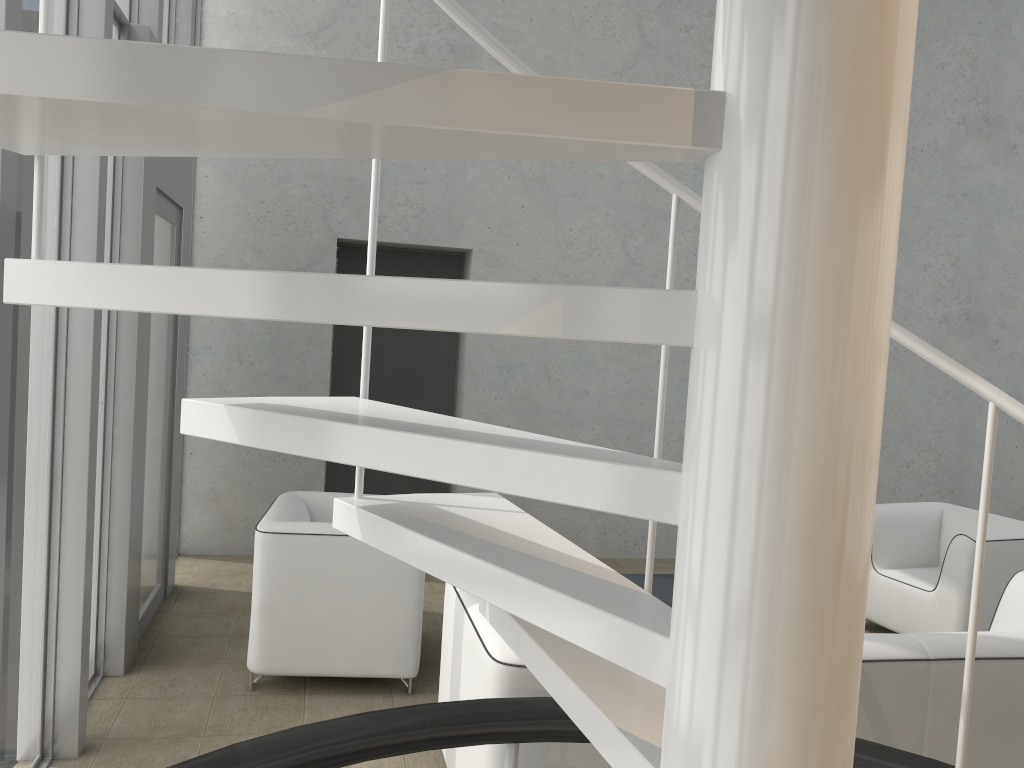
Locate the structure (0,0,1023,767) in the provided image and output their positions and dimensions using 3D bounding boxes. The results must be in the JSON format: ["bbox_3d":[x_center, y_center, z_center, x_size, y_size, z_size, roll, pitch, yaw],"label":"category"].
[{"bbox_3d":[2.607,1.256,0.040,6.700,6.900,4.916,3,3,-12],"label":"structure"}]

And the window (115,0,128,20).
[{"bbox_3d":[-1.451,-2.941,3.284,0.010,2.947,0.742,3,3,-12],"label":"window"}]

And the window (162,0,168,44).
[{"bbox_3d":[-1.644,-3.003,4.175,0.010,2.947,0.742,3,3,-12],"label":"window"}]

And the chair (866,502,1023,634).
[{"bbox_3d":[2.397,1.031,4.848,0.720,0.635,0.829,2,3,-22],"label":"chair"}]

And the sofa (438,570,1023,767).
[{"bbox_3d":[1.103,1.048,3.056,2.601,0.638,0.971,3,3,-12],"label":"sofa"}]

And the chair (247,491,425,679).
[{"bbox_3d":[-0.773,0.876,4.051,0.720,0.635,0.829,3,3,-7],"label":"chair"}]

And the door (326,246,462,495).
[{"bbox_3d":[-0.844,0.102,6.288,0.864,2.080,0.040,3,3,-12],"label":"door"}]

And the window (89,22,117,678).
[{"bbox_3d":[-1.610,-0.095,3.351,0.010,2.646,0.556,3,3,-12],"label":"window"}]

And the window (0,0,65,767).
[{"bbox_3d":[-1.343,-1.535,2.468,0.010,5.653,0.742,3,3,-12],"label":"window"}]

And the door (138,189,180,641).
[{"bbox_3d":[-1.757,0.140,4.367,0.030,2.102,0.804,3,3,-12],"label":"door"}]

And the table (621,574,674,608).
[{"bbox_3d":[0.653,1.158,4.230,1.420,0.390,0.532,3,3,-12],"label":"table"}]
